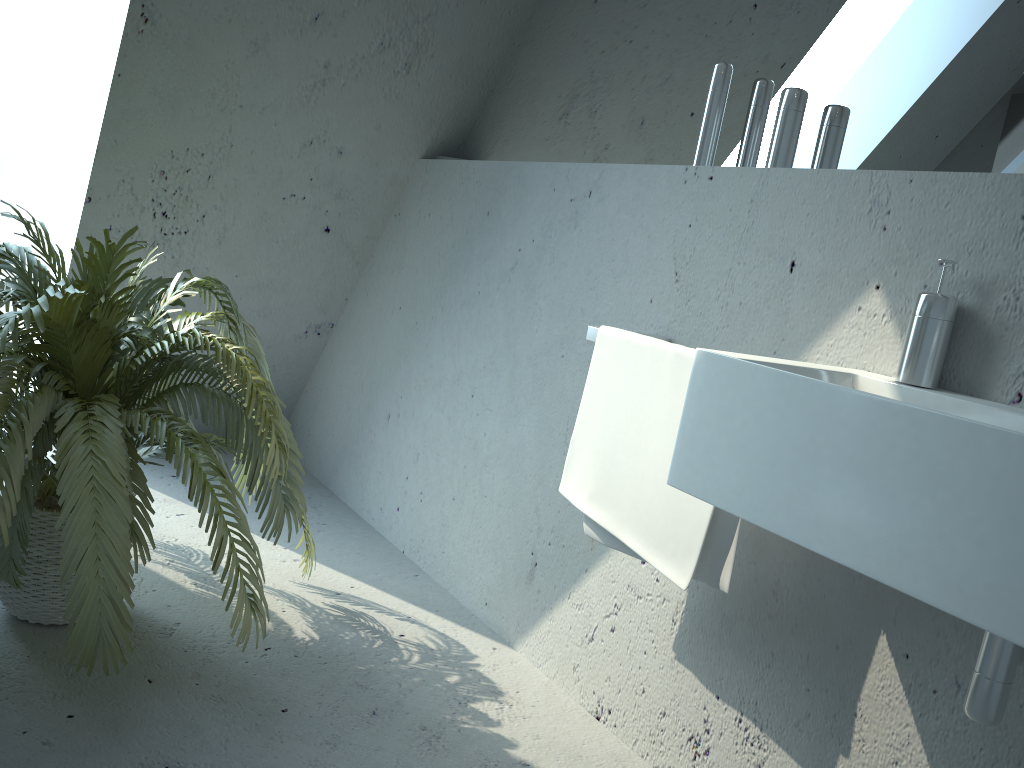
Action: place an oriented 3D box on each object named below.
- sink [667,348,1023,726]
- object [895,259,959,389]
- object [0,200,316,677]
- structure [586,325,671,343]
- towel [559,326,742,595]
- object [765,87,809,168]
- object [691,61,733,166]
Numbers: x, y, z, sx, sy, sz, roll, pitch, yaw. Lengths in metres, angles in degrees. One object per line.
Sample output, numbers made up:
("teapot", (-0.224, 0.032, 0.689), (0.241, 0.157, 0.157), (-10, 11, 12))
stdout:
("sink", (0.626, 0.170, 1.080), (0.429, 0.526, 0.800), (5, 10, -34))
("object", (0.636, -0.094, 1.352), (0.076, 0.193, 0.061), (2, 12, -46))
("object", (-0.952, 0.078, 1.927), (1.132, 0.893, 1.112), (16, 10, 33))
("structure", (0.364, -0.044, 1.649), (0.206, 0.030, 0.480), (5, 10, -34))
("towel", (0.254, 0.136, 1.626), (0.063, 0.429, 0.455), (5, 10, -33))
("object", (0.535, -0.492, 1.729), (0.052, 0.160, 0.052), (17, 11, 40))
("object", (0.428, -0.570, 1.897), (0.045, 0.225, 0.045), (17, 11, 40))
